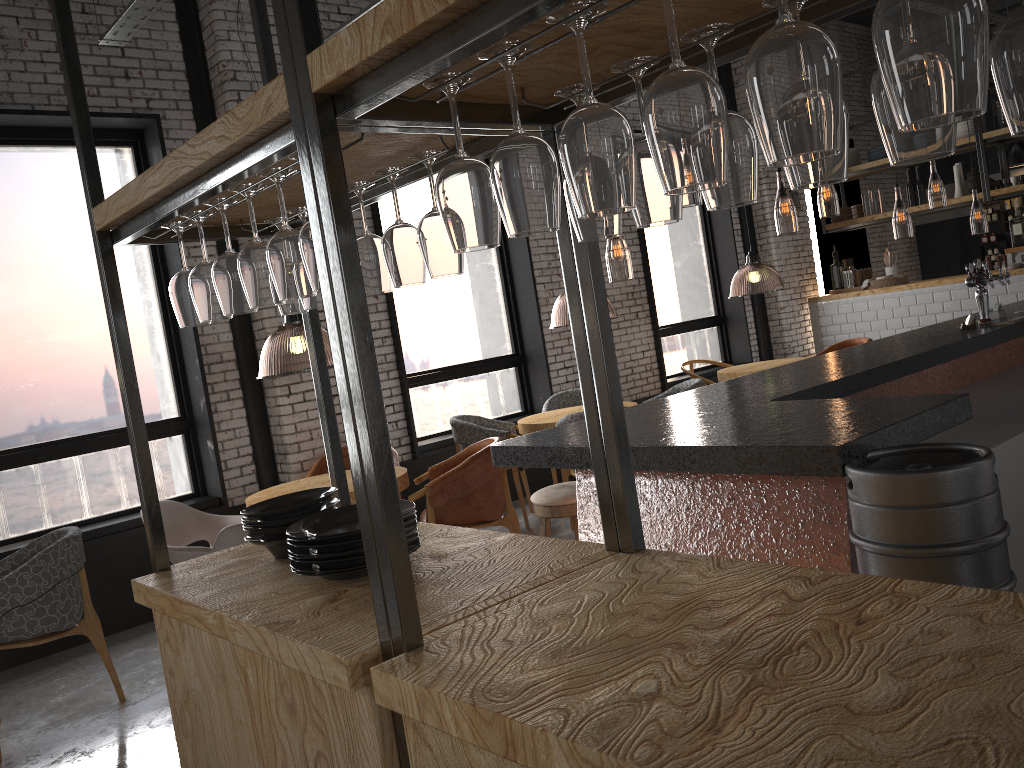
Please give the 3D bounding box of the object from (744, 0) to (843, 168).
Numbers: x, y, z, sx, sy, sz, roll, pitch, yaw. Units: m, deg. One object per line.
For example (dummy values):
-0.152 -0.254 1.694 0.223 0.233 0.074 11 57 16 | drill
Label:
0.296 -0.375 0.957 0.101 0.267 0.101 -10 3 -26 | object

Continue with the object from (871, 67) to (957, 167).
0.511 -0.422 1.141 0.101 0.267 0.101 -10 3 -26 | object

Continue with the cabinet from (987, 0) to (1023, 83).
7.316 -4.066 10.105 0.683 1.767 5.858 -11 4 -40 | cabinet

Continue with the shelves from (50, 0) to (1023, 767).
0.165 -1.069 1.154 0.691 5.014 3.656 -11 4 -40 | shelves

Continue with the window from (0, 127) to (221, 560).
-2.935 -0.344 5.771 1.538 2.694 0.364 -12 4 -40 | window

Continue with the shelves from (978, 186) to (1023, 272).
7.158 -2.092 11.836 0.158 1.481 1.759 -11 4 -40 | shelves

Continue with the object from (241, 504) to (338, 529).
-0.587 0.371 2.375 0.257 0.072 0.257 -8 4 22 | object

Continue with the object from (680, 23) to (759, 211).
0.321 -0.407 1.366 0.101 0.267 0.101 -10 3 -26 | object

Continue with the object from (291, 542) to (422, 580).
-0.364 0.419 2.098 0.306 0.035 0.306 -9 4 -3 | object

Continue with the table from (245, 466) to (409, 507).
-1.011 0.983 5.193 0.932 0.809 0.933 -9 3 7 | table

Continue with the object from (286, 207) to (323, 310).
-0.543 -0.337 2.388 0.101 0.267 0.101 -8 3 13 | object

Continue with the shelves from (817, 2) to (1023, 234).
5.577 -3.528 8.698 0.599 3.063 5.671 -11 4 -40 | shelves

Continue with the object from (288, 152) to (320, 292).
-0.378 -0.321 1.754 0.101 0.267 0.101 -10 3 -9 | object

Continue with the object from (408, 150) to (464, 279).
-0.164 -0.368 1.939 0.101 0.267 0.101 -10 3 -9 | object

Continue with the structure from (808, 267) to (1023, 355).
6.016 -0.619 8.751 1.514 1.344 5.794 -12 5 -40 | structure

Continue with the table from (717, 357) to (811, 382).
2.455 0.219 8.315 0.932 0.809 0.933 -9 3 2 | table

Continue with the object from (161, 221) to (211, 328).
-0.847 -0.283 2.309 0.101 0.267 0.101 -8 3 13 | object

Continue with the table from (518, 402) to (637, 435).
0.567 0.618 6.867 0.932 0.809 0.933 -9 3 7 | table

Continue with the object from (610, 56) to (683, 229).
0.226 -0.399 1.478 0.101 0.267 0.101 -10 3 -26 | object

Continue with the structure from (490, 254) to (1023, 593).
3.512 0.006 3.880 5.888 1.532 4.306 -12 5 -40 | structure

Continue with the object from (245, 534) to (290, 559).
-0.579 0.419 2.378 0.257 0.067 0.257 -6 5 42 | object

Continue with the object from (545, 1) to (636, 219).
0.107 -0.360 1.181 0.101 0.267 0.101 -10 3 -26 | object

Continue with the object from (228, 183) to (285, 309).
-0.568 -0.306 1.979 0.101 0.267 0.101 -8 3 13 | object

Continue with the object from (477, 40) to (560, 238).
0.012 -0.352 1.294 0.101 0.267 0.101 -10 3 -26 | object

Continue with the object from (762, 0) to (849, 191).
0.416 -0.414 1.254 0.101 0.267 0.101 -10 3 -26 | object

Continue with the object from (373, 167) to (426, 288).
-0.258 -0.360 2.051 0.101 0.267 0.101 -8 3 13 | object

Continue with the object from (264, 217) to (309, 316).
-0.632 -0.330 2.494 0.101 0.267 0.101 -8 3 13 | object

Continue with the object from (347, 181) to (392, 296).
-0.353 -0.352 2.164 0.101 0.267 0.101 -8 3 13 | object

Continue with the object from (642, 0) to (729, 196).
0.201 -0.368 1.069 0.101 0.267 0.101 -10 3 -26 | object

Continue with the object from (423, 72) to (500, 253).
-0.077 -0.345 1.399 0.101 0.267 0.101 -10 3 -26 | object

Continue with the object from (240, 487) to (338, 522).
-0.591 0.341 2.373 0.257 0.076 0.257 -9 4 -3 | object

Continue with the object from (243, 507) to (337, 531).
-0.583 0.388 2.377 0.257 0.075 0.257 -10 4 -15 | object

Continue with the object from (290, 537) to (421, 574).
-0.366 0.409 2.098 0.306 0.041 0.305 -11 4 -23 | object

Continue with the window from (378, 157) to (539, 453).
-0.540 -0.866 7.837 1.538 2.694 0.364 -12 4 -40 | window

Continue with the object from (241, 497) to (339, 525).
-0.587 0.367 2.376 0.257 0.072 0.257 -12 5 -40 | object

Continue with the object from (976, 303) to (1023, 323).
3.369 -0.522 6.064 0.768 0.106 0.200 -12 5 -40 | object

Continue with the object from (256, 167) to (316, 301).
-0.473 -0.313 1.867 0.101 0.267 0.101 -8 3 13 | object

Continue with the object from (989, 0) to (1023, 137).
0.606 -0.430 1.029 0.101 0.267 0.101 -10 3 -26 | object

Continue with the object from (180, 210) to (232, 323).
-0.757 -0.290 2.204 0.101 0.267 0.101 -8 3 13 | object

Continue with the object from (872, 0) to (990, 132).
0.391 -0.383 0.844 0.101 0.267 0.101 -10 3 -26 | object

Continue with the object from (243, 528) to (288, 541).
-0.583 0.396 2.378 0.257 0.075 0.257 -12 5 -40 | object

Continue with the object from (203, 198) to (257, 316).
-0.663 -0.298 2.091 0.101 0.267 0.101 -8 3 13 | object

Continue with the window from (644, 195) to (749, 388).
1.858 -1.388 9.907 1.538 2.694 0.364 -12 4 -40 | window

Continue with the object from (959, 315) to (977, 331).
2.807 -0.384 5.465 0.091 0.091 0.178 -8 4 25 | object

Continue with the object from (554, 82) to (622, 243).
0.137 -0.392 1.584 0.101 0.267 0.101 -10 3 -26 | object

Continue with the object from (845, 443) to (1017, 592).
1.172 0.704 2.414 0.398 1.034 0.400 -9 3 -5 | object
